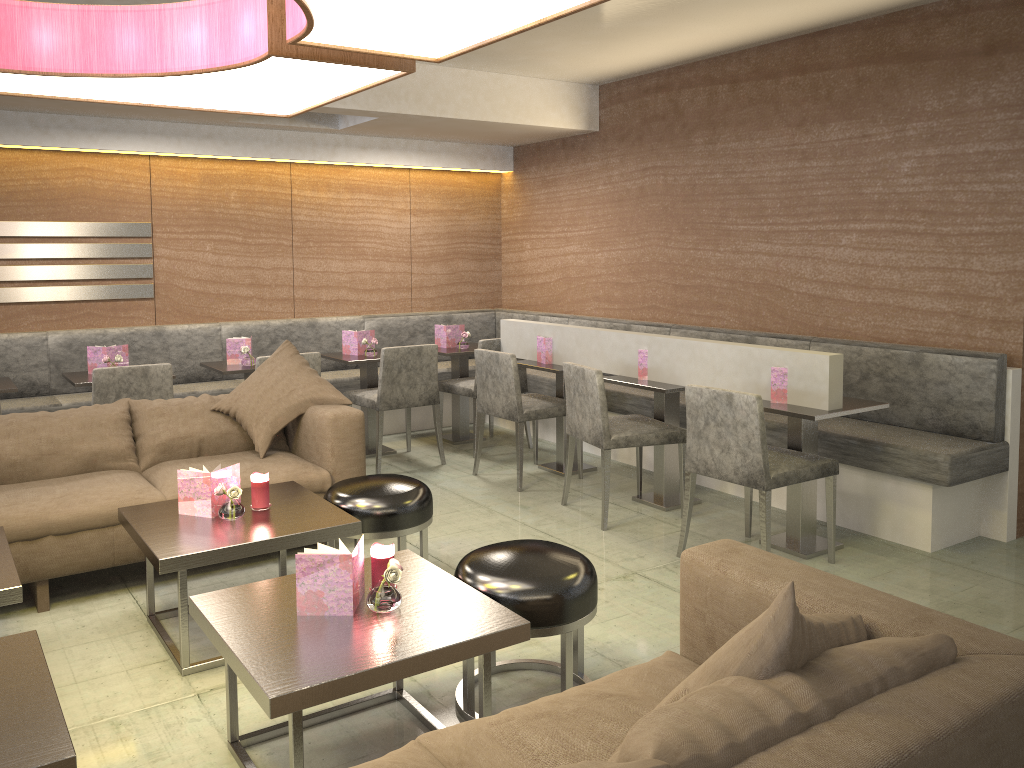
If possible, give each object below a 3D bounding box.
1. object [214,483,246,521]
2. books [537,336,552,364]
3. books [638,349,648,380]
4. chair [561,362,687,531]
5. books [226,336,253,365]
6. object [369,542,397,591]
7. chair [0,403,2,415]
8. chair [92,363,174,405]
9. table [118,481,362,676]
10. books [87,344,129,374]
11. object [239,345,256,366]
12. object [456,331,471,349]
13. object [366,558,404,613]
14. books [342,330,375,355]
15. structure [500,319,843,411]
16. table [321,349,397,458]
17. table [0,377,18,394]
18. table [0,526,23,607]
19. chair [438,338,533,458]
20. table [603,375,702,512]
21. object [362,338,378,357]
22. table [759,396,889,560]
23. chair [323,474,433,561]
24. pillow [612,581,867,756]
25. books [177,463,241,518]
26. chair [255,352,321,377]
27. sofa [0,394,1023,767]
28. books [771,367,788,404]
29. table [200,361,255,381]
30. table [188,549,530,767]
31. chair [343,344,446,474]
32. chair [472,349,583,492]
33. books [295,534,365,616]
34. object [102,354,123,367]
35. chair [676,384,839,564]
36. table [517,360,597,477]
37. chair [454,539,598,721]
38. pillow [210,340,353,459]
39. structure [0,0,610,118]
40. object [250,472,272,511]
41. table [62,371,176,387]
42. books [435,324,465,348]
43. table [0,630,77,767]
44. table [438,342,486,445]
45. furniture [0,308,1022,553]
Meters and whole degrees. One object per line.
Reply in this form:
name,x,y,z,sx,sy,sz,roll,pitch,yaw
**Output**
object,-0.970,0.401,3.055,0.106,0.128,0.096,1,6,16
books,0.250,-0.206,5.343,0.157,0.163,0.144,-3,6,-19
books,0.751,-0.105,4.644,0.143,0.163,0.158,2,7,21
chair,0.554,0.273,4.467,0.493,0.757,0.480,-3,6,-22
books,-1.674,-0.205,5.435,0.143,0.163,0.158,-2,6,-14
object,-0.348,0.497,2.384,0.075,0.127,0.076,1,6,19
chair,-2.679,0.325,4.291,0.478,0.757,0.495,-3,6,-27
chair,-2.040,0.257,4.711,0.478,0.757,0.494,-4,6,-31
table,-0.967,0.662,3.120,0.659,0.409,0.661,-5,9,-34
books,-2.292,-0.138,5.020,0.143,0.163,0.158,2,7,21
object,-1.580,-0.172,5.303,0.096,0.125,0.105,-4,7,-33
object,-0.338,-0.306,6.131,0.097,0.125,0.100,2,7,26
object,-0.329,0.509,2.314,0.095,0.125,0.195,-1,7,-2
books,-1.019,-0.276,5.874,0.143,0.163,0.158,4,8,36
structure,0.659,-0.156,4.723,0.095,0.230,2.502,-4,9,-34
table,-0.941,0.130,5.845,0.507,0.650,0.508,-4,7,-34
table,-2.849,0.338,4.566,0.507,0.650,0.508,-4,7,-34
table,-1.811,0.753,2.554,0.659,0.409,0.661,-5,9,-34
chair,-0.187,0.052,5.977,0.478,0.757,0.494,-4,7,-36
table,0.813,0.297,4.644,0.507,0.650,0.508,-4,7,-34
object,-0.920,-0.242,5.736,0.106,0.125,0.094,-1,6,-2
table,1.292,0.400,3.934,0.507,0.650,0.508,-4,7,-34
chair,-0.518,0.592,3.434,0.423,0.448,0.425,4,8,37
pillow,0.410,0.496,1.562,0.280,0.402,0.534,5,9,44
books,-1.079,0.375,3.155,0.143,0.163,0.158,2,7,21
chair,-1.380,0.186,5.146,0.478,0.757,0.494,-5,7,-38
sofa,-1.362,0.671,2.215,3.188,0.671,3.786,-6,10,-33
books,1.233,0.001,3.913,0.143,0.163,0.158,3,7,26
table,-1.577,0.200,5.419,0.507,0.650,0.508,-4,7,-34
table,-0.408,0.782,2.290,0.659,0.409,0.661,-5,9,-34
chair,-0.740,0.120,5.552,0.478,0.757,0.494,-4,7,-34
chair,0.085,0.170,5.175,0.493,0.757,0.479,-4,7,-35
books,-0.471,0.497,2.305,0.143,0.163,0.159,0,6,1
object,-2.204,-0.103,4.881,0.101,0.125,0.095,2,6,20
chair,1.035,0.377,3.751,0.493,0.757,0.479,-4,7,-36
table,0.335,0.194,5.354,0.507,0.650,0.508,-4,7,-34
chair,0.040,0.712,2.606,0.424,0.448,0.424,-5,8,-37
pillow,-1.079,0.059,4.117,0.621,0.510,0.300,-3,6,-20
structure,-1.273,-1.177,2.041,2.453,0.614,2.455,-6,10,-33
object,-0.903,0.383,3.171,0.075,0.127,0.076,1,6,19
table,-2.213,0.269,4.992,0.507,0.650,0.508,-4,7,-34
books,-0.442,-0.340,6.270,0.158,0.163,0.143,-5,8,-39
table,-1.252,0.874,1.724,0.659,0.409,0.661,-5,9,-34
table,-0.364,0.068,6.231,0.507,0.650,0.508,-4,7,-34
furniture,-1.235,0.281,4.191,5.663,0.848,4.279,-6,10,-34
